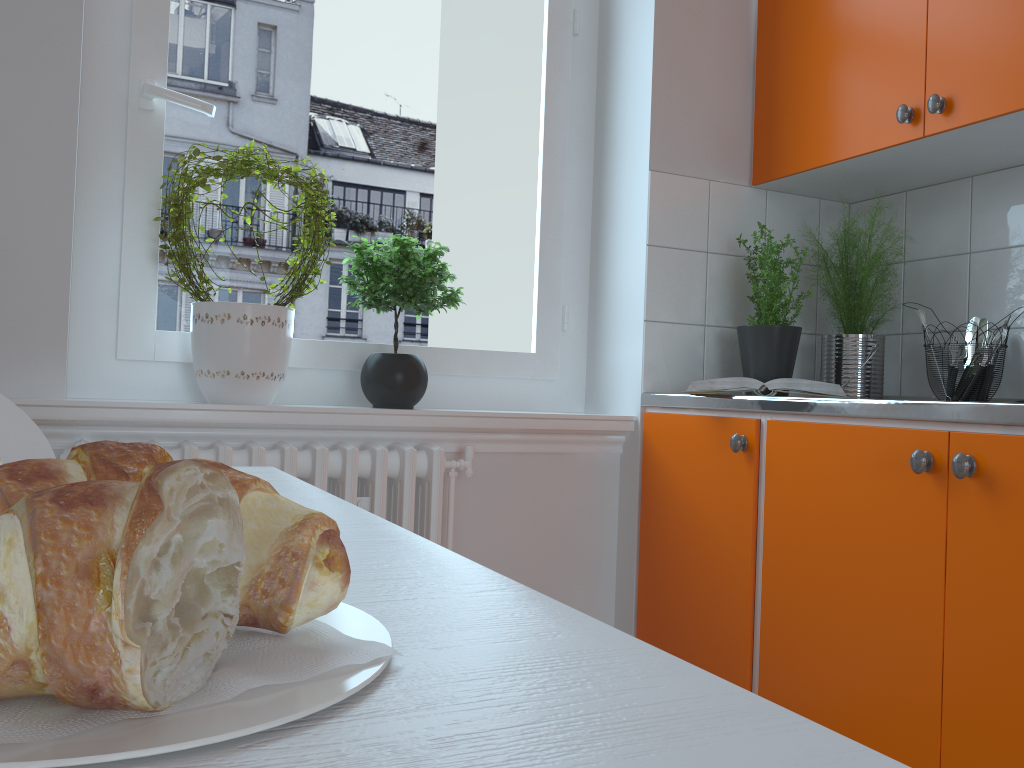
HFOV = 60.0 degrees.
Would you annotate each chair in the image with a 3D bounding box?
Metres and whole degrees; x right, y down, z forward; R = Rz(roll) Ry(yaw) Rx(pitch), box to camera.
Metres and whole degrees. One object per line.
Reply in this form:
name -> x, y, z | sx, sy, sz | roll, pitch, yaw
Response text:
chair -> -0.589, 0.401, 0.760 | 0.497, 0.871, 0.654 | 3, -1, -35

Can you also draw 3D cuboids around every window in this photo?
window -> -0.331, -0.910, 2.156 | 1.266, 1.929, 0.112 | 3, -1, -25

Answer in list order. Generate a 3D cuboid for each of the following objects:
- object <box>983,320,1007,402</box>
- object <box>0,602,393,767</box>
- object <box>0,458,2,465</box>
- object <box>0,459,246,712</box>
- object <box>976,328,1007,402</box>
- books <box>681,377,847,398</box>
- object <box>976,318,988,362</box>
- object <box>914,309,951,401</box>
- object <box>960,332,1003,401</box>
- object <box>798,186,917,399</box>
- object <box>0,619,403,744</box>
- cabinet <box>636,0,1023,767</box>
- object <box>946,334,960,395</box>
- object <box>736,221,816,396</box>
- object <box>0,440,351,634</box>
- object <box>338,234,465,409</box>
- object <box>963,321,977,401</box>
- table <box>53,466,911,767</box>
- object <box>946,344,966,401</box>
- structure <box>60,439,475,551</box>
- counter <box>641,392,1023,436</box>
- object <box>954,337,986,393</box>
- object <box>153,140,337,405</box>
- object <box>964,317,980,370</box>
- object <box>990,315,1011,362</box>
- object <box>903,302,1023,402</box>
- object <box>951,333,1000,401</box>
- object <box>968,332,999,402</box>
object -> 1.081, -0.050, 1.985 | 0.060, 0.190, 0.017 | 2, -1, -4
object -> -0.118, 0.076, 0.254 | 0.168, 0.005, 0.165 | 2, -1, 17
object -> -0.344, 0.050, 0.536 | 0.073, 0.043, 0.130 | 3, -1, -33
object -> -0.109, 0.047, 0.217 | 0.074, 0.059, 0.060 | 2, -1, -4
object -> 1.057, -0.039, 1.954 | 0.055, 0.166, 0.020 | 1, -1, 41
books -> 0.565, 0.008, 1.964 | 0.346, 0.040, 0.229 | 2, -1, 20
object -> 1.072, -0.054, 2.022 | 0.022, 0.198, 0.074 | 2, -1, 29
object -> 0.963, -0.066, 2.032 | 0.018, 0.218, 0.100 | 3, -1, -26
object -> 1.035, -0.036, 1.954 | 0.079, 0.158, 0.020 | 1, -1, 33
object -> 0.854, -0.215, 2.194 | 0.278, 0.512, 0.330 | 3, -1, -30
object -> -0.114, 0.074, 0.253 | 0.122, 0.005, 0.120 | 2, -1, 45
cabinet -> 1.306, -0.266, 0.901 | 0.693, 2.349, 3.154 | 3, -1, -26
object -> 1.021, -0.037, 2.055 | 0.021, 0.163, 0.069 | 1, -1, 33
object -> 0.627, -0.181, 2.156 | 0.156, 0.432, 0.191 | 2, -1, -2
object -> -0.120, 0.047, 0.270 | 0.129, 0.060, 0.070 | 2, -1, -25
object -> -0.268, -0.147, 2.061 | 0.313, 0.407, 0.268 | 2, -1, 25
object -> 1.050, -0.052, 2.036 | 0.025, 0.192, 0.086 | 1, -1, 31
table -> -0.630, 0.443, 0.204 | 1.258, 0.771, 0.844 | 3, -1, -25
object -> 1.019, -0.029, 2.034 | 0.107, 0.146, 0.019 | 3, -1, -45
structure -> -0.129, 0.464, 2.025 | 1.636, 0.660, 0.208 | 2, -1, -25
counter -> 1.308, 0.090, 0.902 | 0.670, 0.132, 3.153 | 2, -1, -26
object -> 1.042, -0.033, 2.019 | 0.084, 0.153, 0.021 | 2, -1, -18
object -> -0.576, -0.243, 1.911 | 0.379, 0.574, 0.220 | 3, -1, -45
object -> 1.062, -0.057, 2.050 | 0.054, 0.203, 0.026 | 3, -2, -42
object -> 1.068, -0.055, 1.972 | 0.076, 0.198, 0.023 | 1, -2, 43
object -> 1.031, -0.076, 1.995 | 0.335, 0.244, 0.170 | 1, -1, 42
object -> 1.055, -0.055, 2.001 | 0.131, 0.199, 0.076 | 3, -1, -45
object -> 1.050, -0.037, 1.979 | 0.070, 0.163, 0.020 | 3, -1, -21
